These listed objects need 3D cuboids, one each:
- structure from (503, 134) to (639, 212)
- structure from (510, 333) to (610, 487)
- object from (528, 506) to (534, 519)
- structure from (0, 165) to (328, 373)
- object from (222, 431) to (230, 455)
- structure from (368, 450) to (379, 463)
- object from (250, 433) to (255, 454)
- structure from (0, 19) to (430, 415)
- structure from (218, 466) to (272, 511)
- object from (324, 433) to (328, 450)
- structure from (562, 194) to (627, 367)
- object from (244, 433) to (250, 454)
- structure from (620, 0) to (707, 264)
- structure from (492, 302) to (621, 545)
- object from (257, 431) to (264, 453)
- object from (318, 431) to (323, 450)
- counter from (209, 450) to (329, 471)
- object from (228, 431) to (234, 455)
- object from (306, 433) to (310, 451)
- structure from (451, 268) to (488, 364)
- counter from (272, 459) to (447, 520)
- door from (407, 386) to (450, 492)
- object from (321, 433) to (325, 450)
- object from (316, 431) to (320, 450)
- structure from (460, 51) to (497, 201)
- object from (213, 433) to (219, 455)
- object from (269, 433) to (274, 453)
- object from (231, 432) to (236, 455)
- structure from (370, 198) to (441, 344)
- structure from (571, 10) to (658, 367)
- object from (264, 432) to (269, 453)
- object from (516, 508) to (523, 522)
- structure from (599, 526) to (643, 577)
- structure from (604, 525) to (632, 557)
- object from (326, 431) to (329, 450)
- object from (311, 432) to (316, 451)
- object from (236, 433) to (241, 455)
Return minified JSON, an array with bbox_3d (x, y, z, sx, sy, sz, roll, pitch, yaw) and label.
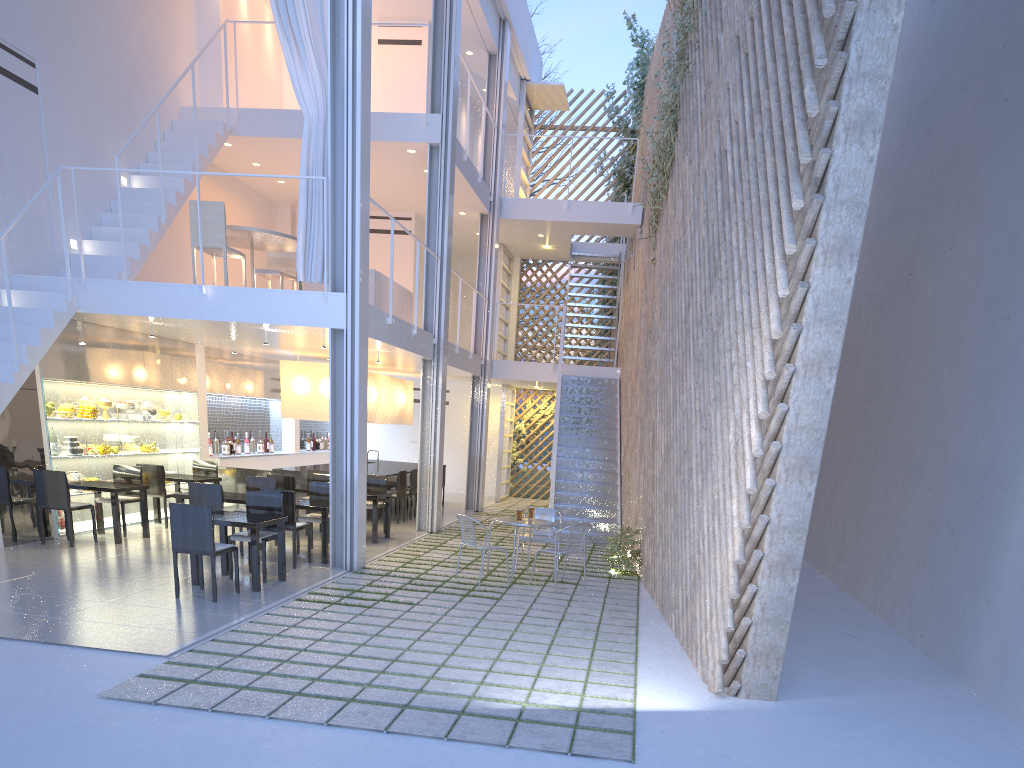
[{"bbox_3d":[0.502,-1.833,7.158,1.135,0.612,0.025,4,17,7],"label":"structure"},{"bbox_3d":[0.477,0.375,9.604,1.140,2.144,0.265,5,17,7],"label":"structure"},{"bbox_3d":[0.109,0.740,4.732,0.031,0.082,0.029,-7,18,-35],"label":"object"},{"bbox_3d":[-1.733,-0.158,3.660,1.360,1.919,1.342,6,11,8],"label":"structure"},{"bbox_3d":[-2.525,0.384,5.893,0.046,0.306,1.901,7,-2,10],"label":"object"},{"bbox_3d":[-1.386,0.723,8.216,0.112,0.133,0.031,5,16,7],"label":"structure"},{"bbox_3d":[-2.312,0.528,7.333,0.045,0.200,0.042,-7,20,-33],"label":"object"},{"bbox_3d":[-1.762,-0.744,4.184,1.722,3.541,3.434,6,8,9],"label":"structure"},{"bbox_3d":[-2.157,0.849,6.520,0.554,0.398,0.011,5,17,7],"label":"structure"},{"bbox_3d":[-2.030,0.629,8.970,0.046,0.200,0.041,6,16,8],"label":"object"},{"bbox_3d":[0.843,-1.075,8.378,0.537,2.020,1.160,5,12,3],"label":"structure"},{"bbox_3d":[-2.323,0.520,7.214,0.043,0.199,0.039,6,17,9],"label":"object"},{"bbox_3d":[1.115,-1.913,4.826,0.744,2.914,2.185,4,10,1],"label":"structure"},{"bbox_3d":[0.342,0.259,6.977,1.185,2.098,1.827,4,9,2],"label":"structure"},{"bbox_3d":[-2.276,0.528,7.448,0.046,0.218,0.043,7,17,9],"label":"object"},{"bbox_3d":[-2.065,0.612,8.850,0.046,0.218,0.043,7,17,9],"label":"object"},{"bbox_3d":[-2.171,0.908,8.318,0.231,0.457,3.463,6,-2,9],"label":"counter"},{"bbox_3d":[-2.518,0.386,5.937,0.105,0.305,1.977,7,-2,11],"label":"object"},{"bbox_3d":[-2.113,0.604,8.531,0.042,0.195,0.038,-3,18,-21],"label":"object"},{"bbox_3d":[-0.378,-0.523,6.729,0.028,0.585,1.619,7,0,9],"label":"structure"},{"bbox_3d":[-1.293,0.961,7.613,0.811,0.396,2.398,4,-2,9],"label":"counter"},{"bbox_3d":[-1.955,0.474,7.371,0.470,1.250,5.315,10,1,22],"label":"door"},{"bbox_3d":[-2.054,0.624,8.920,0.045,0.200,0.042,-7,20,-34],"label":"object"},{"bbox_3d":[-2.074,0.606,8.768,0.046,0.218,0.042,6,17,7],"label":"object"},{"bbox_3d":[-0.286,-1.937,6.291,0.028,0.585,1.619,7,0,9],"label":"structure"},{"bbox_3d":[-2.562,0.378,5.833,0.045,0.306,1.784,7,-2,11],"label":"object"},{"bbox_3d":[-2.245,0.552,7.675,0.042,0.195,0.038,-3,18,-21],"label":"object"},{"bbox_3d":[-2.540,0.387,5.983,0.067,0.305,2.043,7,-2,10],"label":"object"},{"bbox_3d":[-0.655,-0.629,4.994,0.028,0.585,1.617,7,0,9],"label":"structure"},{"bbox_3d":[1.239,-1.267,9.808,1.114,4.846,3.062,6,11,7],"label":"structure"},{"bbox_3d":[-2.271,0.541,7.609,0.044,0.208,0.041,4,16,-1],"label":"object"},{"bbox_3d":[0.041,0.726,4.556,0.031,0.082,0.029,-7,18,-35],"label":"object"},{"bbox_3d":[0.699,1.033,5.104,0.296,0.347,0.293,3,9,-7],"label":"structure"},{"bbox_3d":[0.775,1.104,5.726,0.263,0.279,0.248,6,9,15],"label":"structure"},{"bbox_3d":[-2.029,0.622,9.027,0.044,0.218,0.044,-10,21,-38],"label":"object"},{"bbox_3d":[-2.081,0.604,8.627,0.044,0.208,0.041,4,16,-1],"label":"object"},{"bbox_3d":[-2.529,0.382,5.909,0.058,0.310,2.315,7,-2,10],"label":"object"}]
